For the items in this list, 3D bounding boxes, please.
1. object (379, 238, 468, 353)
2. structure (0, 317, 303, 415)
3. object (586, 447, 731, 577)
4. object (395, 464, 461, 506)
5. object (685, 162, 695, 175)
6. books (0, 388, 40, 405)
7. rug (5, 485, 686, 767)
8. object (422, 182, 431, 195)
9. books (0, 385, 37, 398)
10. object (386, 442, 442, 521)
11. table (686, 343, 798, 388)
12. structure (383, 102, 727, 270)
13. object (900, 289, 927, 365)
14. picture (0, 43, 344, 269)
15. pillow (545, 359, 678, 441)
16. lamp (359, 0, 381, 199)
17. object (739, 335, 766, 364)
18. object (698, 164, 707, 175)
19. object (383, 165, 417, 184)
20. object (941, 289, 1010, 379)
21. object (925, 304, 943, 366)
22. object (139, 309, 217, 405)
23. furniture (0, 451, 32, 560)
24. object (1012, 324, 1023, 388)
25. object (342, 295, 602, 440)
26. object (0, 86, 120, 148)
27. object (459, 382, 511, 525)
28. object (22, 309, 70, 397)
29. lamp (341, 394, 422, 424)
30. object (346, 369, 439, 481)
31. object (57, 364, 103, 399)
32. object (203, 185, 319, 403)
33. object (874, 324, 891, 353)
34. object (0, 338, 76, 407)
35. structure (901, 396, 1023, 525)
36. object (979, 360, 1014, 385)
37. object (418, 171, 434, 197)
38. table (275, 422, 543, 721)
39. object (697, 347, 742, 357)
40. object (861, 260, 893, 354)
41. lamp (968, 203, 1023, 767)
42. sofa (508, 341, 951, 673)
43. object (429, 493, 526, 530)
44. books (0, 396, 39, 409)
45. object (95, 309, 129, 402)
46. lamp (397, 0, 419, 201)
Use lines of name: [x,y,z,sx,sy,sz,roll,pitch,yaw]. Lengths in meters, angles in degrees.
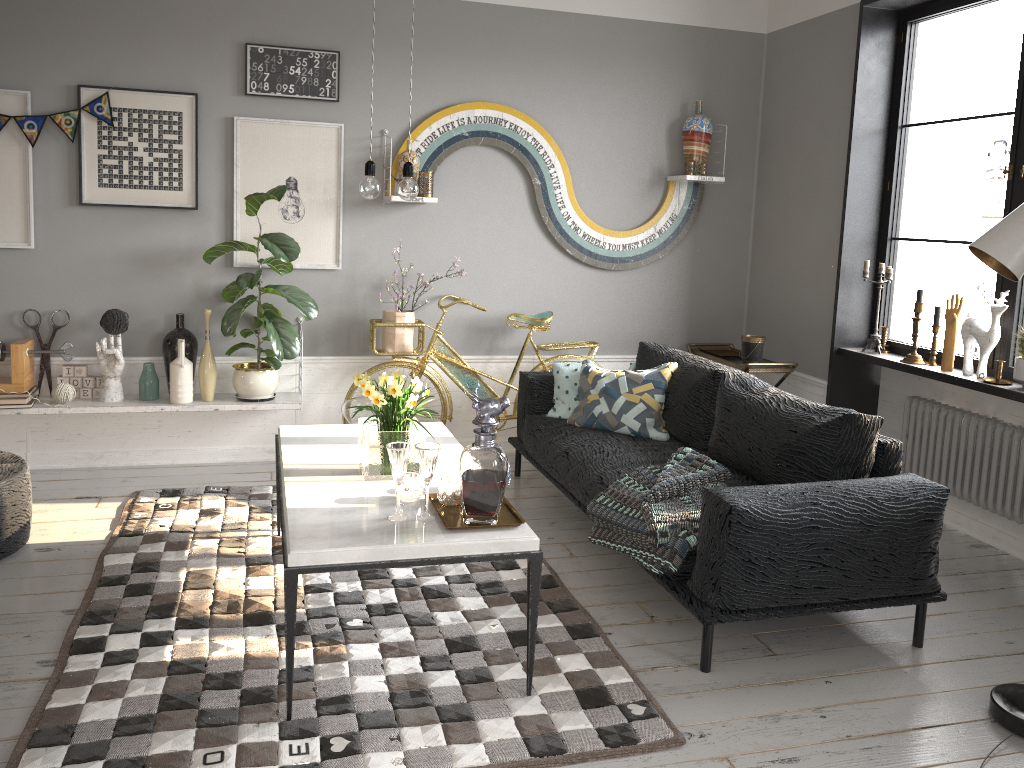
object: [-0.500,-0.481,4.911,0.488,0.636,0.256,3,8,2]
structure: [-2.475,-0.095,4.476,2.775,0.482,0.311,-1,9,-16]
object: [0.615,0.476,3.291,0.490,0.326,0.673,-1,11,-21]
object: [-0.206,0.340,2.845,0.280,0.086,0.248,-6,13,-38]
object: [1.061,-1.283,5.279,0.060,0.078,0.060,-2,9,-27]
books: [-2.604,0.063,4.424,0.384,0.029,0.262,-1,11,-15]
rug: [-0.689,0.755,3.397,1.770,0.034,2.552,-1,11,-16]
object: [-0.472,-1.084,4.946,0.062,0.081,0.063,-5,11,-40]
books: [-2.609,0.039,4.430,0.379,0.017,0.231,-1,11,-19]
object: [-0.300,0.296,2.675,0.167,0.225,0.083,2,8,-5]
table: [1.342,0.145,5.325,0.339,0.673,0.750,0,9,-16]
structure: [0.275,-1.140,5.138,2.022,0.947,0.269,-1,8,-16]
object: [1.993,-0.289,4.352,0.123,0.372,0.124,1,8,-12]
picture: [-3.899,-0.738,1.997,7.292,1.779,4.080,-1,11,-16]
pillow: [0.519,0.037,4.502,0.444,0.359,0.805,-4,12,-33]
lamp: [-0.921,-1.331,2.535,0.075,1.523,1.401,9,11,42]
object: [1.377,-0.194,5.075,0.142,0.159,0.139,6,9,22]
object: [1.135,-1.277,5.265,0.050,0.058,0.050,-2,10,-26]
object: [-0.610,-1.102,4.807,0.197,0.164,0.060,5,8,17]
object: [2.139,-0.202,3.863,0.134,0.406,0.669,0,10,-15]
object: [2.059,-0.240,4.302,0.076,0.298,0.076,4,7,14]
object: [-1.754,-0.154,4.645,0.333,0.484,0.287,8,10,34]
furniture: [-2.323,0.498,3.513,0.736,0.353,0.742,-3,12,-29]
object: [2.225,-0.116,3.733,0.214,0.280,0.236,-5,11,-42]
object: [-0.140,-0.020,5.101,1.627,0.961,0.430,-2,9,-25]
object: [-2.451,-1.355,4.439,0.914,0.336,0.058,-1,8,-17]
object: [-0.080,0.208,2.671,0.156,0.413,0.149,3,7,3]
object: [-2.421,-0.159,4.606,0.221,0.459,0.019,0,7,-16]
lamp: [-0.703,0.286,4.763,0.433,0.434,0.436,5,9,14]
object: [-0.423,0.137,3.145,0.325,0.348,0.355,0,9,-14]
object: [-2.244,-0.014,4.638,0.265,0.172,0.079,1,8,-10]
object: [-1.326,-0.477,4.689,0.568,1.140,0.418,6,8,23]
object: [1.976,-0.243,4.698,0.084,0.150,0.085,1,8,-12]
object: [-2.484,-0.117,4.439,0.545,0.436,0.241,0,8,-16]
structure: [2.229,0.381,4.047,0.149,0.424,1.235,0,11,-18]
object: [2.128,-0.052,3.867,0.123,0.098,0.124,3,9,6]
object: [-0.473,-1.096,4.862,0.086,0.138,0.086,-1,9,-23]
table: [-0.467,0.561,3.196,0.732,0.506,1.471,0,11,-16]
object: [1.315,-0.194,5.433,0.246,0.015,0.321,-1,11,-16]
object: [1.906,-0.407,4.654,0.145,0.486,0.163,5,8,20]
lamp: [1.828,0.195,2.453,1.246,1.688,0.686,0,8,-18]
sofa: [0.732,0.332,3.945,0.970,0.790,2.364,0,11,-16]
object: [-0.117,0.393,2.753,0.246,0.015,0.321,-1,11,-16]
books: [-2.595,0.086,4.435,0.368,0.021,0.299,-2,12,-21]
object: [-2.061,-0.149,4.573,0.155,0.479,0.137,0,8,-16]
lamp: [-0.785,-1.321,2.511,0.075,1.523,1.401,9,11,42]
